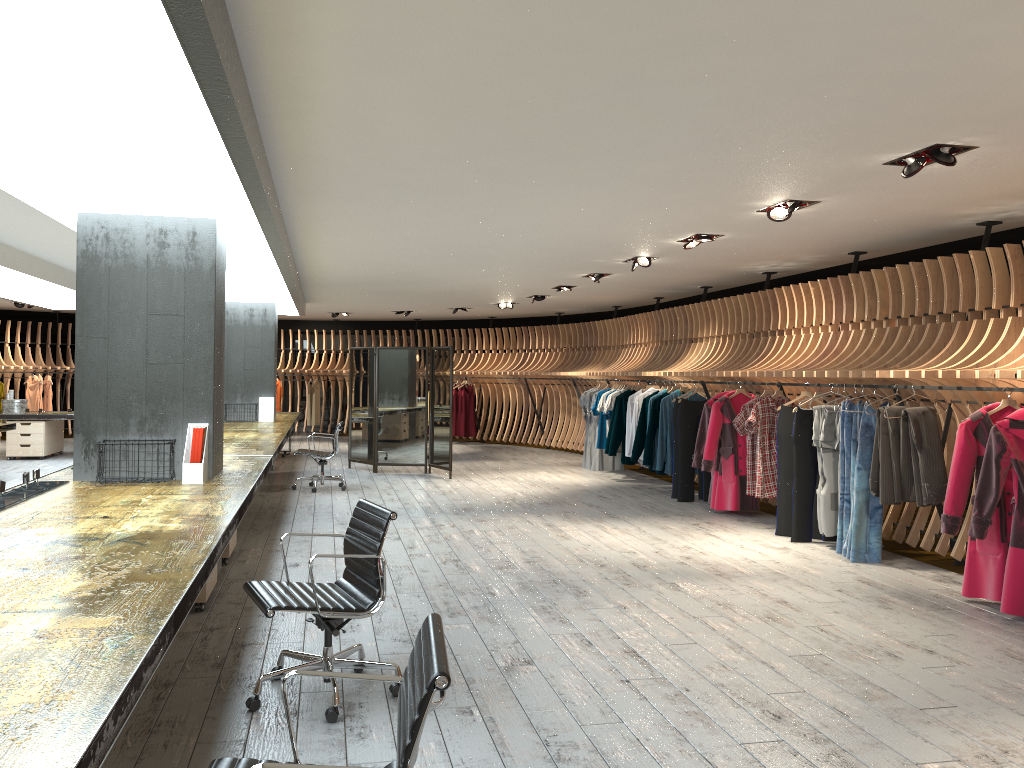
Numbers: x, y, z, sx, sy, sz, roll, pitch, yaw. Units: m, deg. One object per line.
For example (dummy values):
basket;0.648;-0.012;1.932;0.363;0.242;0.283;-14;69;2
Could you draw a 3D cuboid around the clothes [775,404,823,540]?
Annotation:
clothes;2.736;0.870;8.279;0.539;1.353;0.087;1;0;28

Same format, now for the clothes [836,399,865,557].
clothes;2.885;0.893;7.529;0.277;1.543;0.316;1;0;-13

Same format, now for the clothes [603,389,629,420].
clothes;1.696;0.549;13.428;0.743;0.961;0.167;1;0;-18

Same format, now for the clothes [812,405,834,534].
clothes;2.806;0.761;7.878;0.273;1.143;0.170;1;0;20

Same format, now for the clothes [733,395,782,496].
clothes;2.590;0.625;8.991;0.760;1.020;0.187;1;0;-11

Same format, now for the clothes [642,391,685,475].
clothes;2.100;0.628;11.398;0.913;1.081;0.238;1;0;-12

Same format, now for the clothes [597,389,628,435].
clothes;1.654;0.534;13.471;0.743;0.931;0.158;1;0;-8

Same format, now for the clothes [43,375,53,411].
clothes;-9.729;0.396;18.572;0.447;1.156;0.125;0;-1;43

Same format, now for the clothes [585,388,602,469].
clothes;1.494;0.790;14.180;0.677;1.434;0.204;1;0;3

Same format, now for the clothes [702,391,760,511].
clothes;2.468;0.729;9.598;0.840;1.312;0.321;1;0;-3

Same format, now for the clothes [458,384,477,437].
clothes;-0.930;0.563;18.866;0.444;1.129;0.127;1;-1;-40

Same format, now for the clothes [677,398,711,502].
clothes;2.240;0.842;10.620;0.539;1.353;0.087;1;0;-7

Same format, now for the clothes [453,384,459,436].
clothes;-1.132;0.559;19.032;0.444;1.129;0.127;1;-1;-40

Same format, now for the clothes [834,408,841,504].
clothes;2.892;0.764;7.678;0.170;1.143;0.273;0;-1;35

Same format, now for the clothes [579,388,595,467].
clothes;1.436;0.787;14.455;0.677;1.434;0.204;1;0;3

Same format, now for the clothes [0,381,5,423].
clothes;-10.431;0.458;17.773;0.665;1.045;0.168;1;0;19

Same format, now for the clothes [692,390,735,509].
clothes;2.410;0.726;9.882;0.839;1.312;0.321;1;0;-13

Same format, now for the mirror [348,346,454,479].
mirror;-1.670;0.386;13.292;2.112;1.892;0.443;1;0;29

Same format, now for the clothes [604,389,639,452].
clothes;1.721;0.537;13.019;0.734;0.937;0.164;1;0;-8

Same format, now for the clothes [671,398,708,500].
clothes;2.218;0.840;10.811;0.539;1.353;0.087;1;0;13

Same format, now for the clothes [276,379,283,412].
clothes;-5.424;0.317;20.366;0.201;0.881;0.839;1;0;-32

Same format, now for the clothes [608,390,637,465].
clothes;1.825;0.616;12.665;0.913;1.081;0.238;1;0;-7

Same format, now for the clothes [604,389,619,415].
clothes;1.723;0.534;13.289;0.742;0.939;0.162;1;0;-18

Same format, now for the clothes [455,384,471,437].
clothes;-0.995;0.561;18.933;0.444;1.129;0.127;1;0;-15

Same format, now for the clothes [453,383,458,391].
clothes;-1.308;0.515;19.146;0.151;1.053;0.777;0;0;29

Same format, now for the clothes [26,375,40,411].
clothes;-9.931;0.395;18.376;0.447;1.156;0.125;1;0;23

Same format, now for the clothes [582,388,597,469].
clothes;1.466;0.789;14.318;0.677;1.434;0.204;1;0;-22

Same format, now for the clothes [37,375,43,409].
clothes;-9.850;0.395;18.460;0.125;1.156;0.447;1;-1;-42

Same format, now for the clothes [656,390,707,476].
clothes;2.171;0.604;11.092;0.715;1.088;0.257;1;0;-6

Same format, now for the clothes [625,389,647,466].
clothes;1.937;0.600;12.263;0.733;1.106;0.165;1;0;-7

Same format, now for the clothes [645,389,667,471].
clothes;2.080;0.599;11.521;0.715;1.088;0.257;1;0;-16

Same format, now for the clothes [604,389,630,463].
clothes;1.781;0.614;12.870;0.913;1.081;0.238;1;0;-12

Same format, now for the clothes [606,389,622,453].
clothes;1.697;0.551;13.204;0.742;0.950;0.168;1;0;-28

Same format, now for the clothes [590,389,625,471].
clothes;1.521;0.792;14.047;0.677;1.434;0.204;1;0;-27

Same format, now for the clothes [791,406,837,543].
clothes;2.795;0.873;8.083;0.539;1.353;0.087;1;0;-12

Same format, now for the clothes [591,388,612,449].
clothes;1.569;0.547;13.600;0.738;0.971;0.167;1;0;-3

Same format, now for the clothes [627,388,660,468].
clothes;1.920;0.602;12.065;0.733;1.106;0.165;1;0;-12

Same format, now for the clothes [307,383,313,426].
clothes;-4.619;0.453;20.370;0.096;0.988;0.465;1;0;0

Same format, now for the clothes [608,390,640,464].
clothes;1.814;0.615;12.751;0.913;1.081;0.238;1;0;-12

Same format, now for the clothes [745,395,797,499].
clothes;2.621;0.625;8.770;0.759;1.030;0.179;1;0;-26

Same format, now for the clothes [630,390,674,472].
clothes;2.019;0.624;11.744;0.913;1.081;0.238;1;0;-7

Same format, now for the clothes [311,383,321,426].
clothes;-4.498;0.455;20.368;0.096;0.988;0.465;1;0;5

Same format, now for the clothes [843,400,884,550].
clothes;2.953;0.782;7.394;0.316;1.292;0.277;0;-1;42
